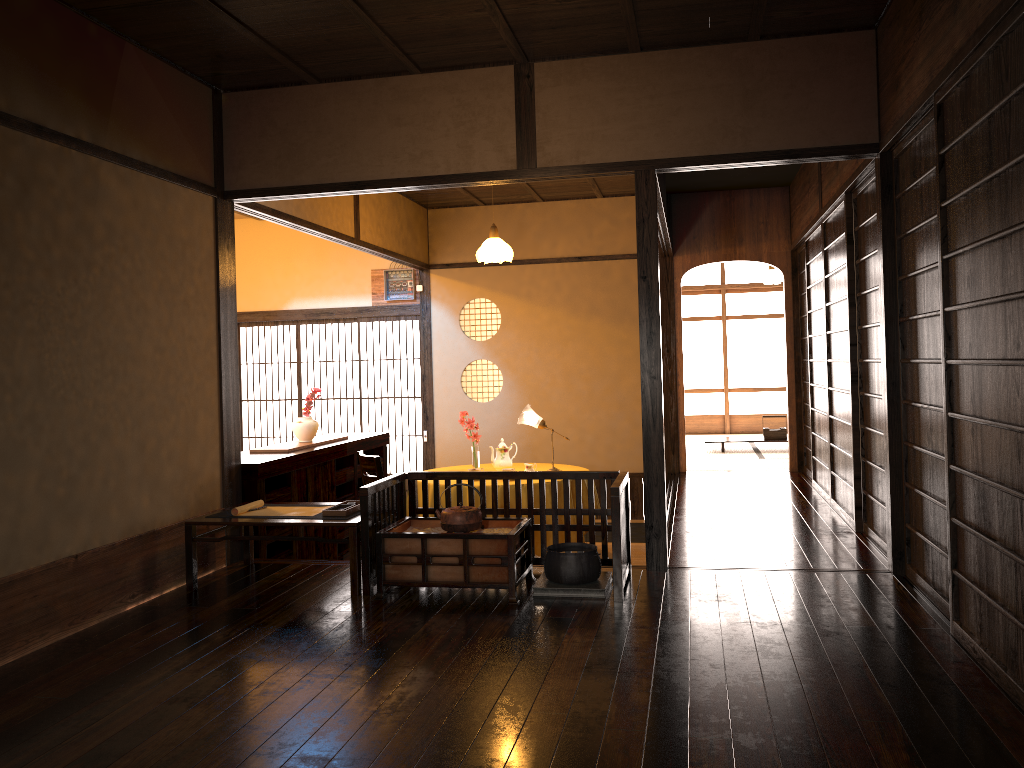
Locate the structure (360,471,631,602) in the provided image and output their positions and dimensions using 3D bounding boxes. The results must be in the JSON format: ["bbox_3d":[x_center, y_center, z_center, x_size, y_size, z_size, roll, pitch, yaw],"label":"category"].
[{"bbox_3d":[-0.052,0.705,4.266,1.197,0.500,0.598,-1,1,12],"label":"structure"}]

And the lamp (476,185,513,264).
[{"bbox_3d":[-0.138,-1.296,6.525,0.249,0.810,0.277,-2,0,33],"label":"lamp"}]

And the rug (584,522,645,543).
[{"bbox_3d":[-0.177,1.316,7.946,2.954,0.005,0.902,-1,1,12],"label":"rug"}]

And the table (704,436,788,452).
[{"bbox_3d":[2.815,0.683,10.142,1.200,0.118,0.600,-1,1,12],"label":"table"}]

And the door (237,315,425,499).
[{"bbox_3d":[-2.158,0.349,9.029,2.647,2.001,0.066,-2,0,12],"label":"door"}]

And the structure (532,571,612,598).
[{"bbox_3d":[0.286,0.928,4.122,0.330,0.040,0.330,-1,1,12],"label":"structure"}]

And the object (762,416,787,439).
[{"bbox_3d":[2.994,0.490,10.106,0.260,0.258,0.150,-2,0,12],"label":"object"}]

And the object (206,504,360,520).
[{"bbox_3d":[-1.096,0.642,4.473,0.760,0.003,0.405,-1,1,15],"label":"object"}]

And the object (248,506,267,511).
[{"bbox_3d":[-1.302,0.639,4.537,0.012,0.010,0.141,-1,1,27],"label":"object"}]

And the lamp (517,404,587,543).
[{"bbox_3d":[0.303,0.737,6.328,0.511,1.203,0.198,-2,0,12],"label":"lamp"}]

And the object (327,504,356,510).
[{"bbox_3d":[-0.850,0.620,4.383,0.082,0.019,0.200,-1,1,12],"label":"object"}]

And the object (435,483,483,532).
[{"bbox_3d":[-0.240,0.574,4.157,0.198,0.216,0.198,-2,0,-40],"label":"object"}]

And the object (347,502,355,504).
[{"bbox_3d":[-0.816,0.616,4.507,0.040,0.021,0.040,-2,1,-26],"label":"object"}]

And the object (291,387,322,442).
[{"bbox_3d":[-1.422,0.210,6.249,0.189,0.378,0.321,-2,0,20],"label":"object"}]

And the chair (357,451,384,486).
[{"bbox_3d":[-0.658,0.904,5.617,0.578,0.960,0.490,-2,0,-23],"label":"chair"}]

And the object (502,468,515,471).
[{"bbox_3d":[-0.025,0.615,6.075,0.090,0.076,0.099,-2,1,-4],"label":"object"}]

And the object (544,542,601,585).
[{"bbox_3d":[0.282,0.834,4.125,0.267,0.147,0.266,-2,1,-22],"label":"object"}]

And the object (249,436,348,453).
[{"bbox_3d":[-1.448,0.413,6.121,0.267,0.020,0.998,-1,1,12],"label":"object"}]

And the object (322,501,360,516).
[{"bbox_3d":[-0.828,0.620,4.421,0.121,0.028,0.295,-1,1,12],"label":"object"}]

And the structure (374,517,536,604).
[{"bbox_3d":[-0.258,0.812,4.160,0.666,0.300,0.453,-1,1,12],"label":"structure"}]

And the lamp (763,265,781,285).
[{"bbox_3d":[2.961,-1.536,10.125,0.196,0.798,0.225,-2,0,19],"label":"lamp"}]

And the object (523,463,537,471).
[{"bbox_3d":[0.125,0.602,6.251,0.083,0.098,0.078,-2,0,-19],"label":"object"}]

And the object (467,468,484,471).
[{"bbox_3d":[-0.259,0.620,6.125,0.099,0.076,0.090,-1,1,36],"label":"object"}]

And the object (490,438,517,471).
[{"bbox_3d":[-0.063,0.524,6.537,0.163,0.253,0.154,-2,0,25],"label":"object"}]

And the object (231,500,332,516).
[{"bbox_3d":[-1.150,0.623,4.471,0.430,0.038,0.275,-1,1,12],"label":"object"}]

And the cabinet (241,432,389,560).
[{"bbox_3d":[-1.430,0.909,6.085,0.489,0.971,2.186,-2,1,12],"label":"cabinet"}]

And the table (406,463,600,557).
[{"bbox_3d":[-0.074,0.998,6.489,1.444,0.695,1.443,-1,1,12],"label":"table"}]

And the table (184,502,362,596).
[{"bbox_3d":[-1.082,0.811,4.470,0.880,0.337,0.600,-1,1,12],"label":"table"}]
